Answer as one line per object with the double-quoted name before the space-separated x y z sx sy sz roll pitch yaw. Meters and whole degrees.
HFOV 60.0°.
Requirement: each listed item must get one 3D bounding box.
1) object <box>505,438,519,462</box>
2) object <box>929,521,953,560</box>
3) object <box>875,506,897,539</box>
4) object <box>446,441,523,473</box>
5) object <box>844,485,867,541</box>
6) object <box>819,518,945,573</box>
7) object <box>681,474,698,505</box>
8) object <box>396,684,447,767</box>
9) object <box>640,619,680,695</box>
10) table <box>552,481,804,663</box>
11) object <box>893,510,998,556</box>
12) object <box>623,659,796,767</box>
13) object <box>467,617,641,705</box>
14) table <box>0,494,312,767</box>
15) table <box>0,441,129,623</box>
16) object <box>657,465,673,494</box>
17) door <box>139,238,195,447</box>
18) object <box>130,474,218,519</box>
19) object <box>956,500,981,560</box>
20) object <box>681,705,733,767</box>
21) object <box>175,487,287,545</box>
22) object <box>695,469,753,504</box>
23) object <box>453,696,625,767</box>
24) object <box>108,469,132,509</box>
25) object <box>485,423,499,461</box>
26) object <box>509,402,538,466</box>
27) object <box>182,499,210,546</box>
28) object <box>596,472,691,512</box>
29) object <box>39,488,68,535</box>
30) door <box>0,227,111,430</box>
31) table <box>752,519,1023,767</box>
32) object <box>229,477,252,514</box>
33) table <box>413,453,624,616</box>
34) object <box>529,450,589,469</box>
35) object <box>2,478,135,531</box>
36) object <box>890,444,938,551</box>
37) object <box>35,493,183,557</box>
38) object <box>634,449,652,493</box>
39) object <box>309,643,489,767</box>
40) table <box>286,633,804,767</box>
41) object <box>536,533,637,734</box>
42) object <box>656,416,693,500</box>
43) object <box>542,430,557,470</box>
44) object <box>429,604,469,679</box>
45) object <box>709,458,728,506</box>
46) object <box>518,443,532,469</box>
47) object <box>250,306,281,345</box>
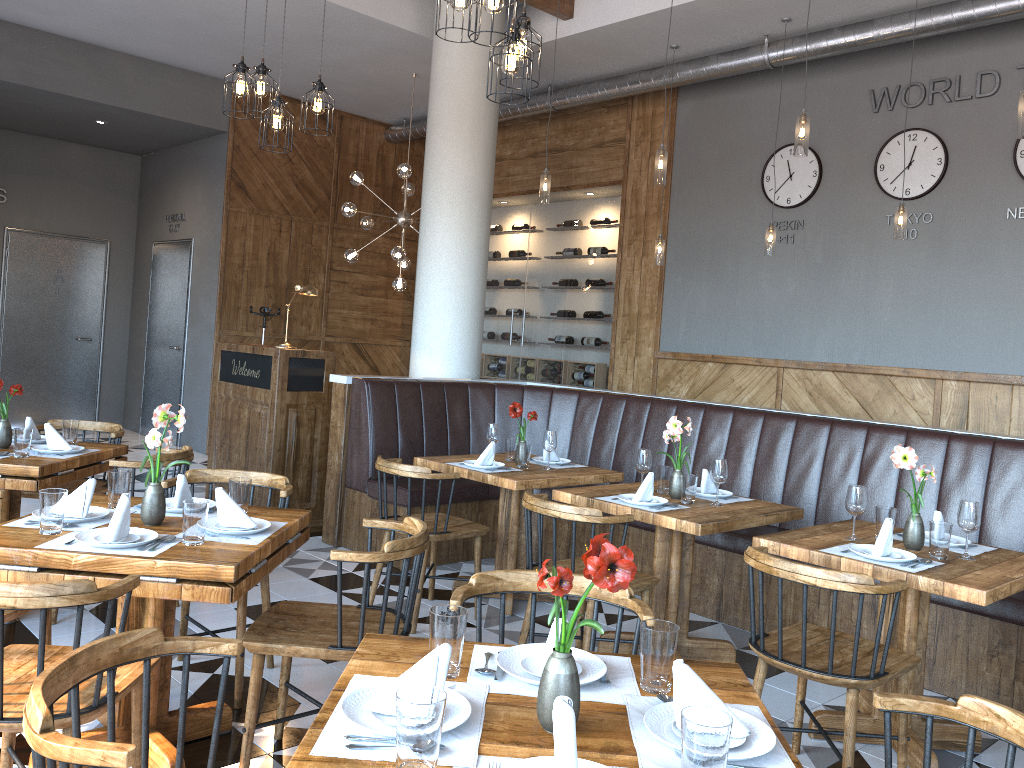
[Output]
"object" -0.003 0.384 5.179 0.080 0.132 0.080 3 1 -43
"object" 1.591 0.583 3.297 0.080 0.132 0.080 3 1 -38
"object" 1.504 0.564 3.573 0.080 0.132 0.080 3 1 -43
"object" -0.151 0.385 4.857 0.271 0.137 0.352 2 3 -43
"object" 1.372 0.514 3.542 0.081 0.215 0.081 4 0 10
"object" 1.358 0.566 3.250 0.271 0.137 0.352 2 3 -43
"object" 0.821 0.491 4.118 0.080 0.132 0.080 5 1 32
"object" -0.145 0.546 1.374 0.080 0.132 0.080 3 1 -38
"object" 0.297 0.558 1.808 0.080 0.132 0.080 3 1 -38
"table" 0.765 0.930 4.234 0.849 0.764 0.852 3 2 -43
"object" 1.746 0.577 3.603 0.271 0.137 0.352 2 3 -43
"object" 0.354 0.569 1.589 0.272 0.137 0.352 4 2 2
"object" 0.091 0.538 1.859 0.352 0.137 0.272 4 2 2
"table" -1.222 0.847 2.948 0.864 0.764 0.865 4 2 2
"table" -2.507 0.693 4.317 0.864 0.764 0.865 4 2 2
"object" 0.751 0.474 4.375 0.080 0.132 0.080 3 1 -43
"door" -4.150 -0.526 10.571 0.114 2.393 1.209 4 1 -43
"object" -1.184 0.386 3.214 0.352 0.137 0.272 4 2 2
"object" 1.716 0.548 3.335 0.081 0.215 0.081 4 0 10
"object" 0.296 0.578 1.368 0.080 0.132 0.080 4 1 -28
"object" -0.922 0.417 2.943 0.272 0.137 0.352 4 2 2
"object" 0.988 0.487 4.411 0.271 0.137 0.352 2 3 -43
"object" 0.081 0.562 1.326 0.352 0.137 0.272 4 2 2
"object" -1.404 0.375 3.162 0.080 0.132 0.080 4 1 -28
"object" -0.116 0.336 5.127 0.081 0.215 0.081 4 1 38
"object" 0.040 0.281 5.044 0.171 0.355 0.156 5 1 40
"object" -0.975 0.426 2.721 0.080 0.132 0.080 4 1 -28
"object" 0.600 0.475 4.057 0.271 0.137 0.352 2 3 -43
"object" -1.415 0.394 2.728 0.080 0.132 0.080 4 1 -28
"door" -5.605 -0.641 10.824 1.205 2.393 0.114 3 1 -43
"table" 1.510 1.020 3.440 0.849 0.764 0.852 3 2 -43
"object" -0.974 0.406 3.162 0.080 0.132 0.080 4 1 -28
"table" 0.011 0.840 5.038 0.849 0.764 0.852 3 2 -43
"object" 0.237 0.397 5.211 0.271 0.137 0.352 2 3 -43
"object" -1.458 0.378 2.952 0.272 0.137 0.352 4 2 2
"object" 1.551 0.439 3.449 0.206 0.400 0.146 4 1 -41
"object" -1.195 0.409 2.681 0.352 0.137 0.272 4 2 2
"object" 0.638 0.427 4.324 0.081 0.215 0.081 4 1 38
"object" -0.182 0.531 1.597 0.272 0.137 0.352 4 2 2
"table" 0.049 0.999 1.594 0.864 0.764 0.865 4 2 2
"object" 0.127 0.445 1.576 0.171 0.355 0.156 4 1 12
"object" 0.781 0.348 4.230 0.146 0.400 0.207 4 1 -36
"object" 0.209 0.368 4.941 0.081 0.215 0.081 4 0 -12
"object" -0.133 0.527 1.809 0.080 0.132 0.080 3 1 -38
"object" 0.963 0.458 4.137 0.081 0.215 0.081 4 0 -12
"object" 0.066 0.400 4.922 0.080 0.132 0.080 5 1 32
"object" -2.748 -0.015 9.666 0.374 1.658 0.375 4 0 -21
